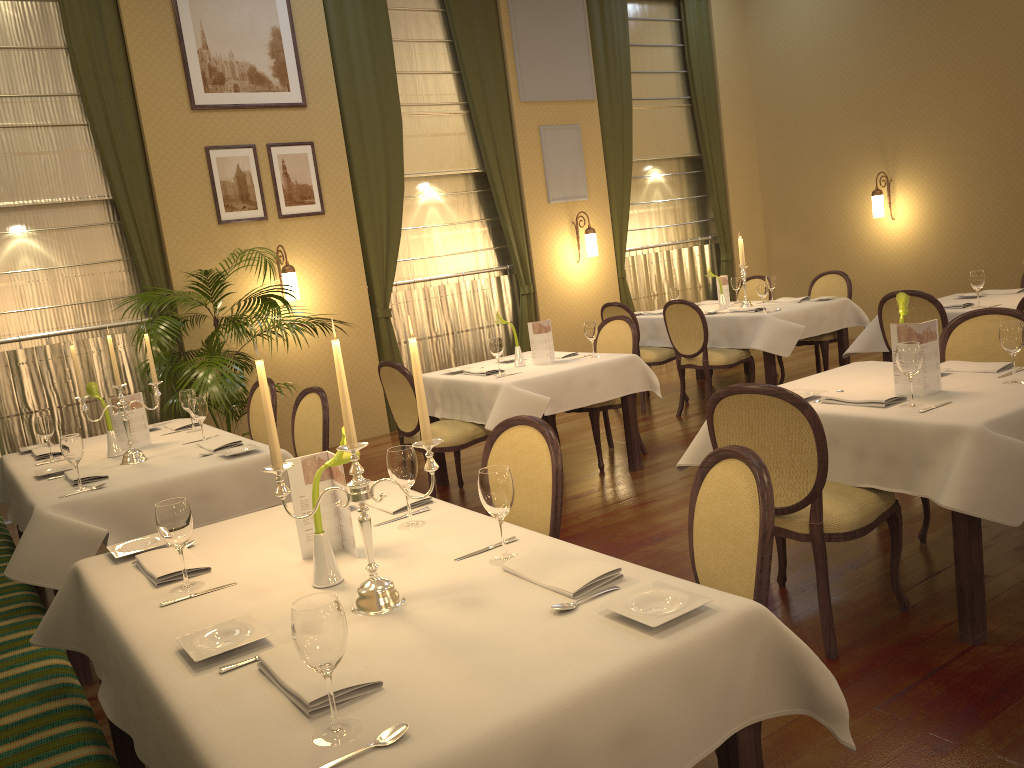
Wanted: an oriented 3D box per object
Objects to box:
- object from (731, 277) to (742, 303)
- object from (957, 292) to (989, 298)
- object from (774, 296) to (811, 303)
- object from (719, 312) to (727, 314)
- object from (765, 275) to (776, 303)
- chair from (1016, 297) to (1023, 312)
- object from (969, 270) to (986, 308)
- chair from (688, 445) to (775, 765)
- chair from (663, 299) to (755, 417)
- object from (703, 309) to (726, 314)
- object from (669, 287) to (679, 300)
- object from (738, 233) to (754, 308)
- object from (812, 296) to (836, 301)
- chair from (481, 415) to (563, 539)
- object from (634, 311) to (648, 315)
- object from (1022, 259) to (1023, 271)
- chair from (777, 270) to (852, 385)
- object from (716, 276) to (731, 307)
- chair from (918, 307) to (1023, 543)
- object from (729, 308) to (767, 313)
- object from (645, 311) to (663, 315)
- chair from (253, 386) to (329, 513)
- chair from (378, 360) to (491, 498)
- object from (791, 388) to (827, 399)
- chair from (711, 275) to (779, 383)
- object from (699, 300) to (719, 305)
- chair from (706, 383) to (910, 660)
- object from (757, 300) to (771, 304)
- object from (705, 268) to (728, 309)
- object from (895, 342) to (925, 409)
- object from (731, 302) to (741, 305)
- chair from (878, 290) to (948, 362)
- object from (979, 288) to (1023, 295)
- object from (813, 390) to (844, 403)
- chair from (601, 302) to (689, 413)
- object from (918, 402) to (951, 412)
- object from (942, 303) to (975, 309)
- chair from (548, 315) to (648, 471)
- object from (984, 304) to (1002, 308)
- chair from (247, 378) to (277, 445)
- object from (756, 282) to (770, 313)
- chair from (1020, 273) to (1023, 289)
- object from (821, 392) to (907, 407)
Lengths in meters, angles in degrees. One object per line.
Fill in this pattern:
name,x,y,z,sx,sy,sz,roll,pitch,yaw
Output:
object,2.050,-0.861,8.101,0.088,0.229,0.088,-5,9,15
object,3.171,-0.607,6.117,0.160,0.024,0.160,-13,10,-33
object,2.379,-0.717,7.532,0.142,0.033,0.273,-13,10,-33
object,1.776,-0.593,7.306,0.185,0.010,0.017,-13,10,-31
object,2.241,-0.820,7.662,0.088,0.229,0.088,-5,9,15
chair,3.025,-0.103,4.874,0.530,0.955,0.571,-2,10,32
object,2.919,-0.594,5.557,0.088,0.229,0.088,-5,9,15
chair,0.357,0.664,2.150,0.571,0.955,0.530,-9,9,-8
chair,1.553,-0.237,7.076,0.571,0.955,0.530,-13,10,-33
object,1.668,-0.596,7.384,0.160,0.024,0.160,-13,10,-33
object,1.427,-0.728,7.773,0.088,0.229,0.088,-5,9,15
object,1.966,-0.979,7.546,0.131,0.655,0.390,-4,9,22
object,2.554,-0.697,7.265,0.160,0.024,0.160,-13,10,-33
chair,-0.101,0.625,2.822,0.571,0.955,0.530,-13,10,-33
object,1.160,-0.646,8.171,0.160,0.024,0.160,-13,10,-33
object,3.487,-0.732,5.966,0.088,0.229,0.088,-5,9,15
chair,2.638,-0.469,7.647,0.571,0.955,0.530,-13,10,-33
object,1.861,-0.808,7.769,0.081,0.277,0.166,-3,10,28
chair,2.078,0.176,3.859,0.530,0.955,0.571,-1,11,36
object,1.906,-0.600,7.180,0.142,0.033,0.273,-13,10,-33
object,1.335,-0.641,7.964,0.142,0.033,0.273,-13,10,-33
chair,-1.138,0.533,4.359,0.571,0.955,0.530,-13,10,-33
chair,-0.458,0.279,5.439,0.571,0.955,0.530,-13,10,-33
object,1.152,0.049,3.558,0.160,0.024,0.160,-13,10,-33
chair,2.169,-0.511,8.345,0.571,0.955,0.530,-13,10,-33
object,1.892,-0.770,8.347,0.142,0.024,0.273,-13,10,-33
chair,1.040,0.413,3.210,0.571,0.955,0.530,-15,12,-42
object,2.205,-0.720,7.769,0.185,0.010,0.017,-13,10,-33
object,1.764,-0.828,7.644,0.163,0.375,0.076,-9,9,-11
object,1.419,-0.032,3.160,0.088,0.229,0.088,-6,9,9
object,2.045,-0.734,8.006,0.185,0.010,0.017,-13,10,-33
chair,2.614,-0.143,5.502,0.571,0.955,0.530,-13,10,-33
object,3.384,-0.637,6.132,0.142,0.024,0.273,-13,10,-33
object,1.247,0.049,3.498,0.181,0.015,0.038,-13,10,-31
chair,1.122,-0.276,7.716,0.571,0.955,0.530,-13,10,-33
object,1.486,0.077,3.111,0.185,0.010,0.017,-13,10,-31
object,2.827,-0.508,5.749,0.142,0.033,0.273,-13,10,-33
chair,0.588,0.044,6.068,0.571,0.955,0.530,-13,10,-33
object,2.986,-0.485,5.509,0.185,0.010,0.017,-13,10,-31
chair,-1.581,0.484,5.074,0.571,0.955,0.530,-13,10,-33
object,1.970,-0.678,6.958,0.088,0.229,0.088,-5,9,15
chair,3.660,-0.378,6.130,0.571,0.955,0.530,-13,10,-33
object,1.327,0.054,3.351,0.142,0.033,0.273,-13,10,-33
